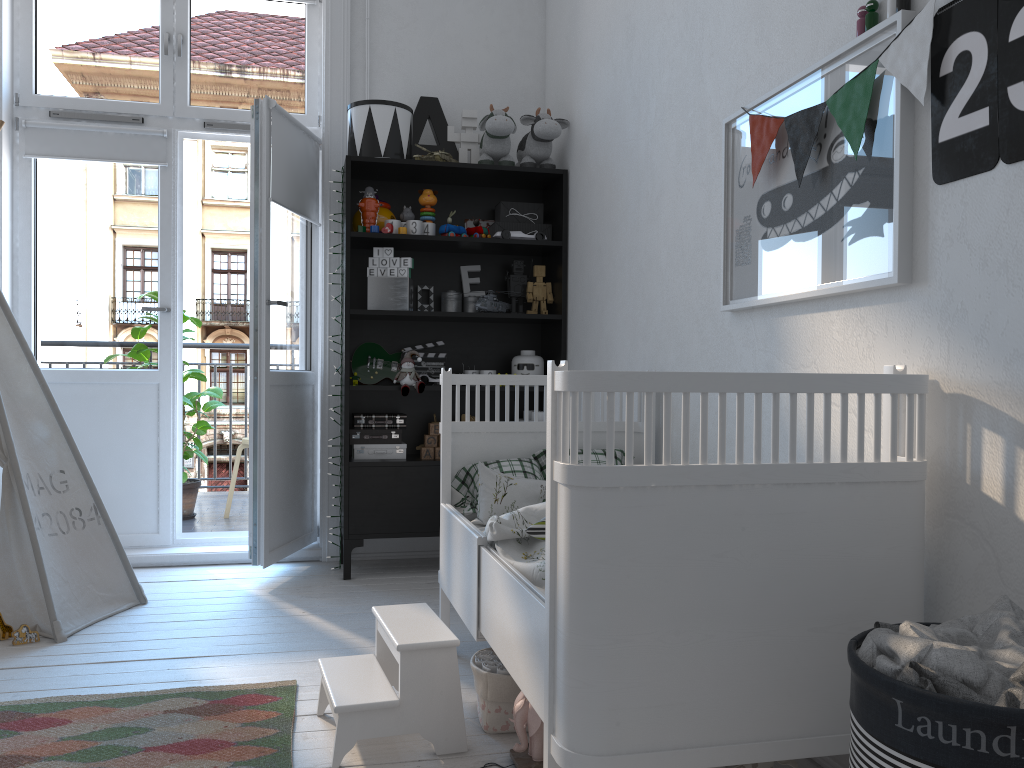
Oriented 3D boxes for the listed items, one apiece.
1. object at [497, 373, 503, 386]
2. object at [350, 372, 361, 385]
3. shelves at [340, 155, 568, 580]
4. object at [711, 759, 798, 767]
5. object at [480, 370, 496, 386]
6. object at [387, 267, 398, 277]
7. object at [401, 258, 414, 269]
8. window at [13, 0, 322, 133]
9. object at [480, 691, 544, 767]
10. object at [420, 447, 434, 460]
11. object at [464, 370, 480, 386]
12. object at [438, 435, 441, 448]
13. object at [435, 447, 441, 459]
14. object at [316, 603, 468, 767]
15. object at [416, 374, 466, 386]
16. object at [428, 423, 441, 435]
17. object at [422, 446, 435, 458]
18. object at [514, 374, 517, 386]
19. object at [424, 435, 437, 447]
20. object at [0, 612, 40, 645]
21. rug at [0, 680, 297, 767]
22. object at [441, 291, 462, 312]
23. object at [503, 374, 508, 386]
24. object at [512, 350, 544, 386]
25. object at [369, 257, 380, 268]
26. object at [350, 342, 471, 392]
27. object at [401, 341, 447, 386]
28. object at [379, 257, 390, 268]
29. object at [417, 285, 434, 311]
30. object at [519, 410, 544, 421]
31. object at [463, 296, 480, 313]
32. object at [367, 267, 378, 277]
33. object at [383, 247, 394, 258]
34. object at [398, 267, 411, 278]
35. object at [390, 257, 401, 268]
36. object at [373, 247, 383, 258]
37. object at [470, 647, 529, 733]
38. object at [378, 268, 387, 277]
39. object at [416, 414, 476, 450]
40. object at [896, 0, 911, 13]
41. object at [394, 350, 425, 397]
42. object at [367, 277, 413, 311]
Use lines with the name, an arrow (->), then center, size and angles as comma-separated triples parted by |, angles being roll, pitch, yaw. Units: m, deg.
object -> -0.054, -0.017, 3.696 | 0.031, 0.054, 0.042 | 1, 1, 37
object -> -0.658, -0.022, 3.719 | 0.042, 0.054, 0.031 | 0, 1, -3
shelves -> -0.255, -0.060, 3.765 | 0.911, 1.678, 0.353 | 0, 1, -13
object -> 0.320, 0.713, 1.596 | 0.360, 0.163, 0.242 | 0, 1, -38
object -> -0.101, -0.024, 3.740 | 0.067, 0.067, 0.067 | 1, 1, 1
object -> -0.484, -0.451, 3.607 | 0.040, 0.040, 0.040 | 1, 1, 2
object -> -0.425, -0.491, 3.604 | 0.040, 0.040, 0.040 | 1, 1, 12
window -> -1.459, -1.459, 3.829 | 1.263, 0.660, 0.101 | 0, 1, -13
object -> 0.027, 0.716, 1.832 | 0.254, 0.151, 0.125 | 0, 1, -14
object -> -0.352, 0.287, 3.676 | 0.050, 0.050, 0.050 | 0, 1, -13
object -> -0.169, -0.025, 3.772 | 0.067, 0.067, 0.067 | 1, 1, 1
object -> -0.280, 0.238, 3.692 | 0.050, 0.050, 0.050 | 0, 1, -13
object -> -0.295, 0.287, 3.690 | 0.050, 0.050, 0.050 | 0, 1, -8
object -> -0.279, 0.665, 2.007 | 0.288, 0.245, 0.332 | 0, 0, -18
object -> -0.283, -0.015, 3.705 | 0.230, 0.048, 0.098 | 1, 0, 12
object -> -0.320, 0.188, 3.695 | 0.050, 0.050, 0.050 | 0, 1, -13
object -> -0.350, 0.286, 3.733 | 0.050, 0.050, 0.050 | 0, 1, -13
object -> 0.012, -0.017, 3.736 | 0.042, 0.054, 0.031 | 1, 1, 32
object -> -0.340, 0.237, 3.699 | 0.050, 0.050, 0.050 | 0, 1, -13
object -> -1.621, 0.629, 2.933 | 0.385, 0.284, 0.856 | 0, 0, -21
rug -> -0.971, 0.779, 1.189 | 1.320, 0.016, 2.028 | 0, 0, -13
object -> -0.263, -0.349, 3.859 | 0.095, 0.110, 0.095 | 0, 1, -9
object -> -0.024, -0.017, 3.758 | 0.042, 0.054, 0.031 | 0, 1, -13
object -> 0.068, -0.064, 3.831 | 0.139, 0.162, 0.139 | 0, 1, -38
object -> -0.561, -0.492, 3.608 | 0.040, 0.040, 0.040 | 0, 1, -3
object -> -0.426, -0.060, 3.852 | 0.542, 0.239, 0.093 | 0, 1, -13
object -> -0.381, -0.091, 3.835 | 0.201, 0.199, 0.048 | 0, 1, -13
object -> -0.515, -0.492, 3.607 | 0.040, 0.040, 0.040 | 1, 1, 7
object -> -0.377, -0.362, 3.868 | 0.070, 0.135, 0.028 | 0, 1, -13
object -> 0.105, 0.215, 3.829 | 0.132, 0.199, 0.267 | 0, 0, -13
object -> -0.148, -0.340, 3.800 | 0.078, 0.091, 0.246 | 0, 0, -18
object -> -0.567, -0.452, 3.609 | 0.040, 0.040, 0.040 | 1, 1, 2
object -> -0.501, -0.532, 3.606 | 0.040, 0.040, 0.040 | 0, 1, -3
object -> -0.438, -0.451, 3.605 | 0.040, 0.040, 0.040 | 1, 1, 17
object -> -0.470, -0.491, 3.606 | 0.040, 0.040, 0.040 | 1, 1, 17
object -> -0.543, -0.532, 3.607 | 0.040, 0.040, 0.040 | 0, 1, -8
object -> 0.008, 0.717, 2.105 | 0.215, 0.148, 0.240 | 0, 0, -6
object -> -0.528, -0.452, 3.616 | 0.040, 0.040, 0.040 | 0, 1, -8
object -> -0.241, 0.221, 3.838 | 0.337, 0.186, 0.111 | 1, 1, 2
object -> 0.712, -0.705, 1.612 | 0.025, 0.064, 0.025 | 0, 1, -20
object -> -0.408, -0.043, 3.556 | 0.110, 0.186, 0.129 | 0, 1, -26
object -> -0.499, -0.364, 3.644 | 0.170, 0.138, 0.124 | 1, 1, 2
